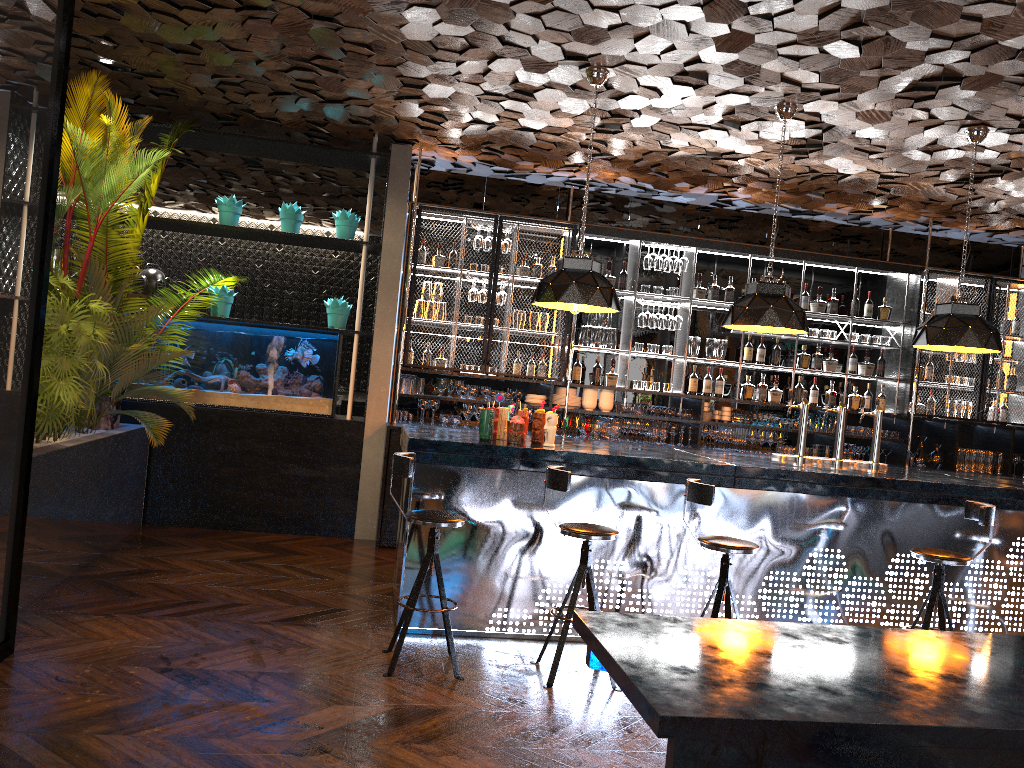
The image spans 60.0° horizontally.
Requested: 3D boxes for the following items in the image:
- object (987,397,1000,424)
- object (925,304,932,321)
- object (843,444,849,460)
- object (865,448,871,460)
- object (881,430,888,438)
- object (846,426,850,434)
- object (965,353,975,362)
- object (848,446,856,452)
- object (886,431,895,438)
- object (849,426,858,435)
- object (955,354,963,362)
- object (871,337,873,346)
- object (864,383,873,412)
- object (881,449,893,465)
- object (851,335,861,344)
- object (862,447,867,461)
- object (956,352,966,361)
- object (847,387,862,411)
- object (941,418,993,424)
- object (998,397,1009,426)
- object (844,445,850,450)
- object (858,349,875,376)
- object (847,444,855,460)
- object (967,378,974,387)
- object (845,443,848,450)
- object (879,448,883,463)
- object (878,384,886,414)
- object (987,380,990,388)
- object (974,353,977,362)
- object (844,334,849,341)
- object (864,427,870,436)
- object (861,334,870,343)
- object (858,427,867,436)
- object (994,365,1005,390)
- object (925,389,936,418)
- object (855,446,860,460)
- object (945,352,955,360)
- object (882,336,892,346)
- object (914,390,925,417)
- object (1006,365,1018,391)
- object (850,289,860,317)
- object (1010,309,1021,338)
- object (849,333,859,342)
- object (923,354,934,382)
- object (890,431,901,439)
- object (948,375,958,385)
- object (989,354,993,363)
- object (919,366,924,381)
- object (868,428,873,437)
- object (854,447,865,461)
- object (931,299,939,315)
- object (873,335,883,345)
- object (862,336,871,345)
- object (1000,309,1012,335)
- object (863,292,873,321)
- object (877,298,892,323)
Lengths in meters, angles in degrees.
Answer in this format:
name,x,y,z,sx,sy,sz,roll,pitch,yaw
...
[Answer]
name,x,y,z,sx,sy,sz,roll,pitch,yaw
object,5.053,0.282,9.303,0.083,0.282,0.083,5,0,-24
object,4.243,-0.731,9.142,0.123,0.279,0.123,6,0,0
object,3.298,0.681,8.821,0.089,0.174,0.089,6,0,42
object,3.596,0.721,8.915,0.106,0.148,0.106,6,0,1
object,3.742,0.504,8.939,0.088,0.070,0.098,6,0,26
object,3.324,0.458,8.840,0.084,0.082,0.084,5,0,-16
object,4.732,-0.357,9.148,0.092,0.244,0.092,5,0,-15
object,3.465,0.708,9.011,0.106,0.148,0.106,6,0,23
object,3.831,0.512,9.002,0.098,0.070,0.088,6,0,18
object,3.404,0.466,8.850,0.084,0.082,0.084,5,0,-8
object,4.706,-0.360,9.310,0.092,0.244,0.092,5,0,-15
object,3.765,-0.439,9.188,0.089,0.092,0.089,6,0,30
object,3.650,0.141,9.094,0.086,0.298,0.086,6,0,40
object,3.762,0.736,8.918,0.107,0.152,0.107,6,0,17
object,3.552,-0.460,9.167,0.089,0.092,0.089,5,0,-23
object,3.577,0.719,9.030,0.106,0.148,0.106,6,0,20
object,4.624,-0.367,9.130,0.092,0.244,0.092,5,0,-15
object,3.498,0.152,9.056,0.151,0.248,0.094,6,0,0
object,4.712,0.383,9.196,0.437,0.019,0.273,5,0,-9
object,5.175,0.287,9.336,0.086,0.298,0.086,6,0,40
object,3.445,0.706,9.126,0.106,0.148,0.106,6,0,10
object,3.622,-0.217,9.055,0.123,0.279,0.123,5,0,-20
object,3.395,0.690,8.896,0.089,0.174,0.089,6,0,42
object,4.847,-0.009,9.359,0.089,0.092,0.089,5,0,-25
object,3.358,0.686,8.989,0.089,0.174,0.089,6,0,42
object,3.743,0.733,9.034,0.107,0.152,0.107,6,0,5
object,3.795,0.155,9.103,0.080,0.299,0.080,5,0,-7
object,4.920,-0.002,9.233,0.089,0.092,0.089,5,0,-25
object,4.829,-0.347,9.163,0.092,0.244,0.092,5,0,-15
object,3.460,-0.468,9.118,0.089,0.092,0.089,6,0,35
object,3.585,0.482,8.976,0.084,0.082,0.084,5,0,-3
object,3.596,-0.455,9.028,0.089,0.092,0.089,5,0,-10
object,3.500,0.475,8.863,0.084,0.082,0.084,6,0,9
object,5.128,-0.084,9.311,0.086,0.299,0.086,6,0,40
object,4.341,0.205,9.193,0.086,0.299,0.086,6,0,40
object,3.558,0.717,9.143,0.106,0.148,0.106,6,0,30
object,4.598,-0.370,9.293,0.092,0.244,0.092,5,0,-15
object,3.813,-0.434,9.030,0.089,0.092,0.089,5,0,-23
object,4.175,0.201,9.150,0.123,0.279,0.123,5,0,-20
object,5.262,-0.063,9.329,0.083,0.282,0.083,6,0,1
object,3.499,-0.814,9.042,0.086,0.299,0.086,6,0,40
object,5.318,-0.639,9.354,0.086,0.298,0.086,6,0,45
object,3.458,-0.468,8.977,0.089,0.092,0.089,5,0,-23
object,4.326,-0.159,9.194,0.086,0.298,0.086,6,0,40
object,3.849,0.514,8.905,0.088,0.070,0.098,6,0,1
object,4.537,-0.038,9.131,0.089,0.092,0.089,5,0,-25
object,4.931,-0.337,9.179,0.092,0.244,0.092,5,0,-15
object,4.174,-0.149,9.156,0.151,0.248,0.094,6,0,0
object,3.618,0.486,8.882,0.084,0.082,0.084,5,0,-27
object,3.481,0.710,8.895,0.106,0.148,0.106,6,0,10
object,4.389,-0.728,9.182,0.086,0.297,0.086,6,0,40
object,3.715,-0.443,9.009,0.089,0.092,0.089,6,0,30
object,3.659,-0.449,9.159,0.089,0.092,0.089,5,0,-23
object,5.184,-0.644,9.305,0.083,0.282,0.083,6,0,6
object,3.656,-0.798,9.095,0.086,0.298,0.086,6,0,40
object,3.816,-0.756,9.088,0.151,0.248,0.094,6,0,20
